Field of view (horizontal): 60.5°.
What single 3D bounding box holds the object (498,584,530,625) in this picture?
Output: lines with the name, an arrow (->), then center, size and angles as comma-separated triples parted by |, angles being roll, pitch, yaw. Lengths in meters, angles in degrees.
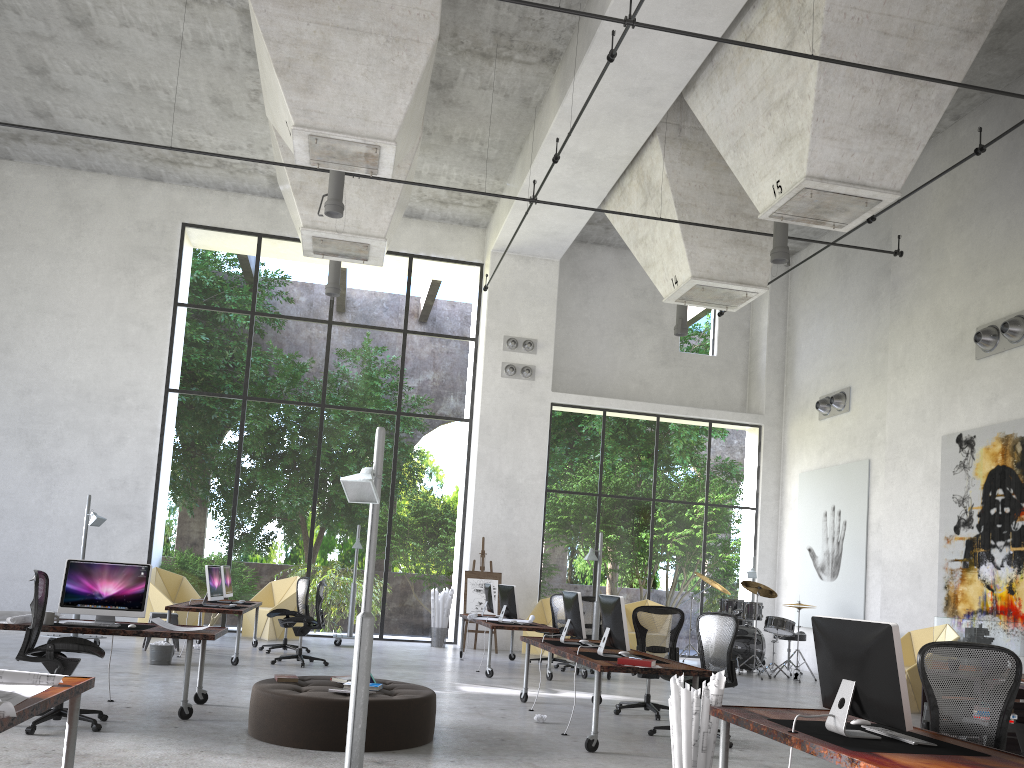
object -> 0.016, 3.232, 12.888 | 0.379, 0.544, 0.724 | 6, -10, -19

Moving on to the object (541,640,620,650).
object -> 0.710, 2.765, 9.311 | 0.688, 0.008, 0.864 | 6, -13, -9

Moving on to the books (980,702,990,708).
books -> 3.866, 2.577, 7.032 | 0.205, 0.025, 0.146 | -5, -15, 35

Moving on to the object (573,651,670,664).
object -> 0.978, 2.484, 7.972 | 0.688, 0.008, 0.864 | 6, -13, -9

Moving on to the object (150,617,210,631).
object -> -2.924, 2.116, 7.735 | 0.470, 0.084, 0.443 | 5, -12, -7

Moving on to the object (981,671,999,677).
object -> 4.181, 2.541, 7.712 | 0.138, 0.055, 0.118 | 9, -12, -25

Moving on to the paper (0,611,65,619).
paper -> -4.801, 1.940, 7.461 | 0.892, 0.102, 1.968 | -3, -14, 27

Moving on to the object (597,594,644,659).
object -> 0.994, 2.206, 7.997 | 0.378, 0.544, 0.727 | 5, -10, -9

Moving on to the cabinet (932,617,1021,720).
cabinet -> 5.500, 3.429, 10.436 | 0.596, 1.238, 0.753 | 5, -7, -11

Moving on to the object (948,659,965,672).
object -> 4.029, 2.565, 7.988 | 0.101, 0.108, 0.131 | 7, -10, -19

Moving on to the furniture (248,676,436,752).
furniture -> -1.383, 2.695, 7.246 | 1.510, 0.422, 1.536 | 6, -12, -9

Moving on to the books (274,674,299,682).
books -> -1.892, 2.467, 7.366 | 0.175, 0.032, 0.258 | 8, -13, -19

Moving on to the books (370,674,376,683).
books -> -1.236, 2.496, 7.406 | 0.145, 0.101, 0.207 | 9, -12, -25

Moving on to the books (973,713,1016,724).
books -> 3.859, 2.670, 7.023 | 0.285, 0.034, 0.201 | -5, -15, 35

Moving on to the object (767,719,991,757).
object -> 1.726, 1.700, 4.231 | 0.688, 0.008, 0.864 | 6, -13, -9

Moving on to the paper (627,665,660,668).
paper -> 1.073, 2.324, 7.251 | 0.290, 0.001, 0.215 | 2, -13, 6

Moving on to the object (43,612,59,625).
object -> -3.875, 1.968, 7.369 | 0.122, 0.099, 0.089 | 1, -9, 18

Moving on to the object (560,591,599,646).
object -> 0.726, 2.487, 9.336 | 0.378, 0.544, 0.727 | 5, -10, -9

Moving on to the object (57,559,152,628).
object -> -3.564, 1.821, 7.652 | 0.715, 0.546, 0.383 | 5, -8, -9

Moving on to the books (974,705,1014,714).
books -> 3.861, 2.606, 7.033 | 0.255, 0.032, 0.177 | -7, -16, 39

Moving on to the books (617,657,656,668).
books -> 1.032, 2.293, 7.242 | 0.285, 0.051, 0.206 | -1, -13, 21

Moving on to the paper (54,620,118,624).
paper -> -3.799, 2.108, 7.756 | 0.484, 0.001, 0.437 | 4, -13, 0

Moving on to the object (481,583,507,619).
object -> -0.289, 3.551, 14.407 | 0.378, 0.544, 0.727 | 5, -10, -9

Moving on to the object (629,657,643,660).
object -> 1.022, 2.263, 7.249 | 0.011, 0.011, 0.150 | 12, -14, -41

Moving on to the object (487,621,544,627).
object -> 0.000, 3.511, 12.863 | 0.691, 0.008, 0.861 | 8, -13, -19

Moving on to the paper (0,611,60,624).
paper -> -4.564, 1.955, 7.476 | 1.077, 0.103, 0.993 | 6, -13, -11

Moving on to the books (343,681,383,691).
books -> -1.210, 2.456, 7.142 | 0.284, 0.033, 0.201 | 3, -12, 2

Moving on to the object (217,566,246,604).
object -> -4.280, 3.061, 13.421 | 0.378, 0.544, 0.727 | 5, -10, -9

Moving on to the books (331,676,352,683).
books -> -1.376, 2.526, 7.511 | 0.198, 0.034, 0.289 | -5, -15, 34

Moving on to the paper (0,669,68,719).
paper -> -2.442, 1.237, 3.611 | 0.979, 0.103, 1.093 | 7, -13, -15

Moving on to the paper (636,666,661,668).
paper -> 1.064, 2.324, 7.251 | 0.212, 0.001, 0.294 | 11, -14, -28

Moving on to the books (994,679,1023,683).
books -> 4.223, 2.477, 7.351 | 0.226, 0.030, 0.306 | 15, -17, -42

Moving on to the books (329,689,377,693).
books -> -1.245, 2.397, 6.863 | 0.301, 0.039, 0.224 | -2, -13, 24

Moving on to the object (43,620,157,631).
object -> -3.584, 2.099, 7.625 | 0.850, 0.008, 0.700 | 6, -13, -9

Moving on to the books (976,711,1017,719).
books -> 3.861, 2.637, 7.025 | 0.284, 0.033, 0.202 | -1, -13, 20

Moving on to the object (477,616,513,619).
object -> -0.304, 3.829, 14.383 | 0.688, 0.008, 0.864 | 6, -13, -9

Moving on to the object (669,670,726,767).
object -> 1.050, 2.096, 5.061 | 0.319, 0.925, 0.346 | 3, -6, 7

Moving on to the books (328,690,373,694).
books -> -1.255, 2.398, 6.839 | 0.300, 0.031, 0.224 | 3, -12, 4

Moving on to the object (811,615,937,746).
object -> 1.742, 1.422, 4.256 | 0.378, 0.544, 0.727 | 5, -10, -9

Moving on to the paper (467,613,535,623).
paper -> -0.153, 3.649, 13.737 | 1.075, 0.103, 0.995 | 4, -12, -1
